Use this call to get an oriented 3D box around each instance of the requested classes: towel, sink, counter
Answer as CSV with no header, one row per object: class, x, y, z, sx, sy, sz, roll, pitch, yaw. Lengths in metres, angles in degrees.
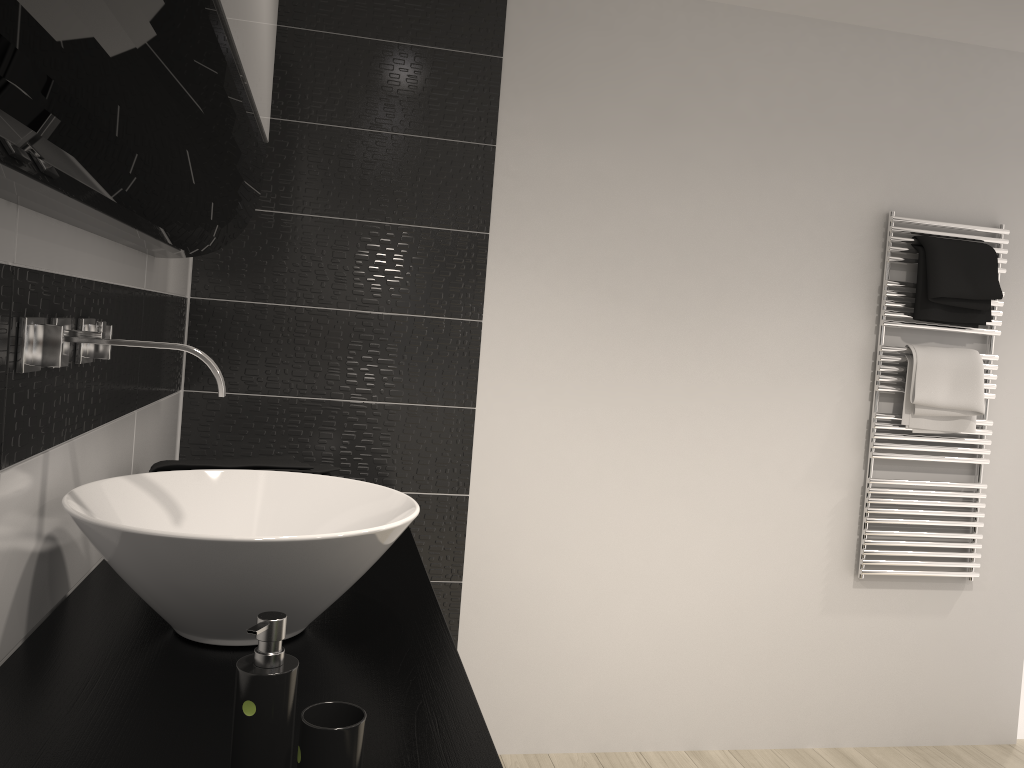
towel,1.550,-0.355,3.090,0.300,0.309,0.141,4,1,-15
towel,-0.630,0.228,2.042,0.406,0.131,0.389,3,3,-25
sink,-0.441,0.293,1.470,0.559,0.212,0.560,3,3,-33
counter,-0.303,0.488,0.844,0.655,0.084,3.850,4,3,-12
towel,1.508,0.023,3.106,0.303,0.309,0.098,4,1,-10

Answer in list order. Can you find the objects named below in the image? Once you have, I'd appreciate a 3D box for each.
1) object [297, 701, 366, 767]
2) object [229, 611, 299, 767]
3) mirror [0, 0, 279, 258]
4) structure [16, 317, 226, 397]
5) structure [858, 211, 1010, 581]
object,-0.178,0.388,0.863,0.063,0.134,0.063,5,2,23
object,-0.256,0.342,0.915,0.063,0.208,0.063,4,1,-32
mirror,-0.425,-0.655,0.854,0.258,0.900,2.618,4,3,-12
structure,-0.592,-0.043,1.426,0.259,0.108,0.367,4,3,-12
structure,1.496,0.055,3.144,0.472,1.291,0.039,4,1,-12
